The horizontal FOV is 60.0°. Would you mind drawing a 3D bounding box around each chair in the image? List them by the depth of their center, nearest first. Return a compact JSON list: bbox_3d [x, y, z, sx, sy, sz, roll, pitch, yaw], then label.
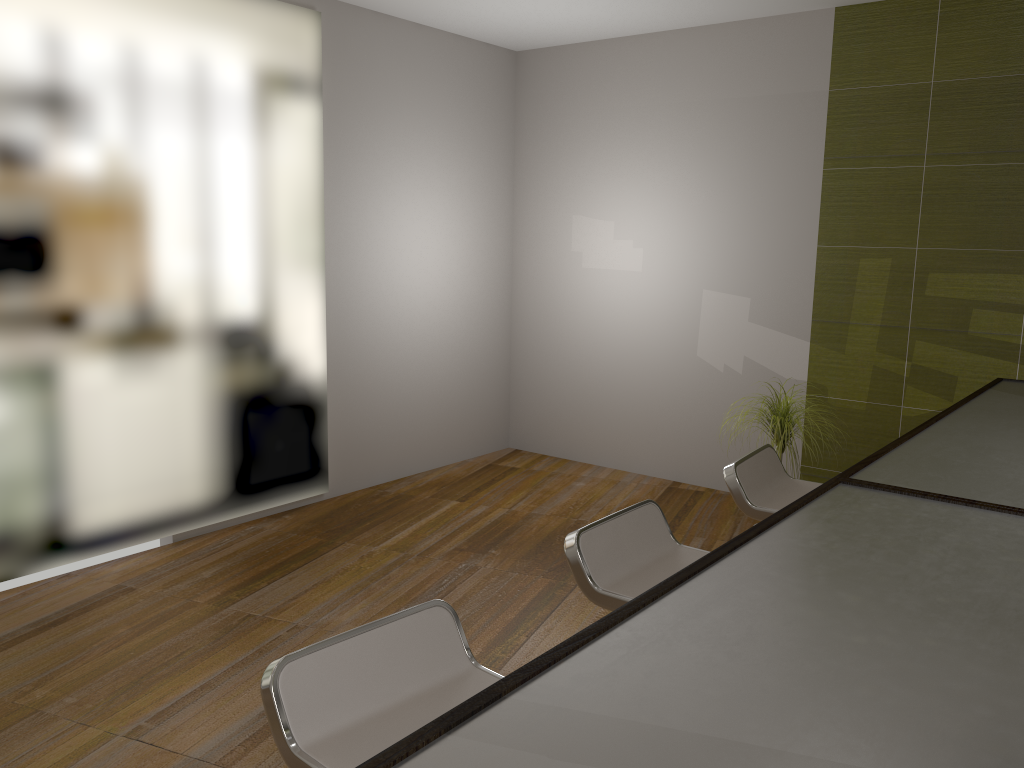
[{"bbox_3d":[-0.118,0.862,1.468,0.460,0.857,0.418,10,13,42],"label":"chair"},{"bbox_3d":[0.402,0.761,2.129,0.460,0.857,0.418,8,12,37],"label":"chair"},{"bbox_3d":[0.921,0.661,2.790,0.460,0.857,0.418,7,11,32],"label":"chair"}]

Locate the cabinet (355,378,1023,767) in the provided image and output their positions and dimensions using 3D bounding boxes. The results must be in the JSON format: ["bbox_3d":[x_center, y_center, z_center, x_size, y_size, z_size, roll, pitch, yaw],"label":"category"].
[{"bbox_3d":[0.791,0.753,1.383,0.663,1.134,2.947,8,12,37],"label":"cabinet"}]

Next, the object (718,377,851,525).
[{"bbox_3d":[1.230,0.429,4.067,0.585,0.904,0.606,2,10,6],"label":"object"}]
